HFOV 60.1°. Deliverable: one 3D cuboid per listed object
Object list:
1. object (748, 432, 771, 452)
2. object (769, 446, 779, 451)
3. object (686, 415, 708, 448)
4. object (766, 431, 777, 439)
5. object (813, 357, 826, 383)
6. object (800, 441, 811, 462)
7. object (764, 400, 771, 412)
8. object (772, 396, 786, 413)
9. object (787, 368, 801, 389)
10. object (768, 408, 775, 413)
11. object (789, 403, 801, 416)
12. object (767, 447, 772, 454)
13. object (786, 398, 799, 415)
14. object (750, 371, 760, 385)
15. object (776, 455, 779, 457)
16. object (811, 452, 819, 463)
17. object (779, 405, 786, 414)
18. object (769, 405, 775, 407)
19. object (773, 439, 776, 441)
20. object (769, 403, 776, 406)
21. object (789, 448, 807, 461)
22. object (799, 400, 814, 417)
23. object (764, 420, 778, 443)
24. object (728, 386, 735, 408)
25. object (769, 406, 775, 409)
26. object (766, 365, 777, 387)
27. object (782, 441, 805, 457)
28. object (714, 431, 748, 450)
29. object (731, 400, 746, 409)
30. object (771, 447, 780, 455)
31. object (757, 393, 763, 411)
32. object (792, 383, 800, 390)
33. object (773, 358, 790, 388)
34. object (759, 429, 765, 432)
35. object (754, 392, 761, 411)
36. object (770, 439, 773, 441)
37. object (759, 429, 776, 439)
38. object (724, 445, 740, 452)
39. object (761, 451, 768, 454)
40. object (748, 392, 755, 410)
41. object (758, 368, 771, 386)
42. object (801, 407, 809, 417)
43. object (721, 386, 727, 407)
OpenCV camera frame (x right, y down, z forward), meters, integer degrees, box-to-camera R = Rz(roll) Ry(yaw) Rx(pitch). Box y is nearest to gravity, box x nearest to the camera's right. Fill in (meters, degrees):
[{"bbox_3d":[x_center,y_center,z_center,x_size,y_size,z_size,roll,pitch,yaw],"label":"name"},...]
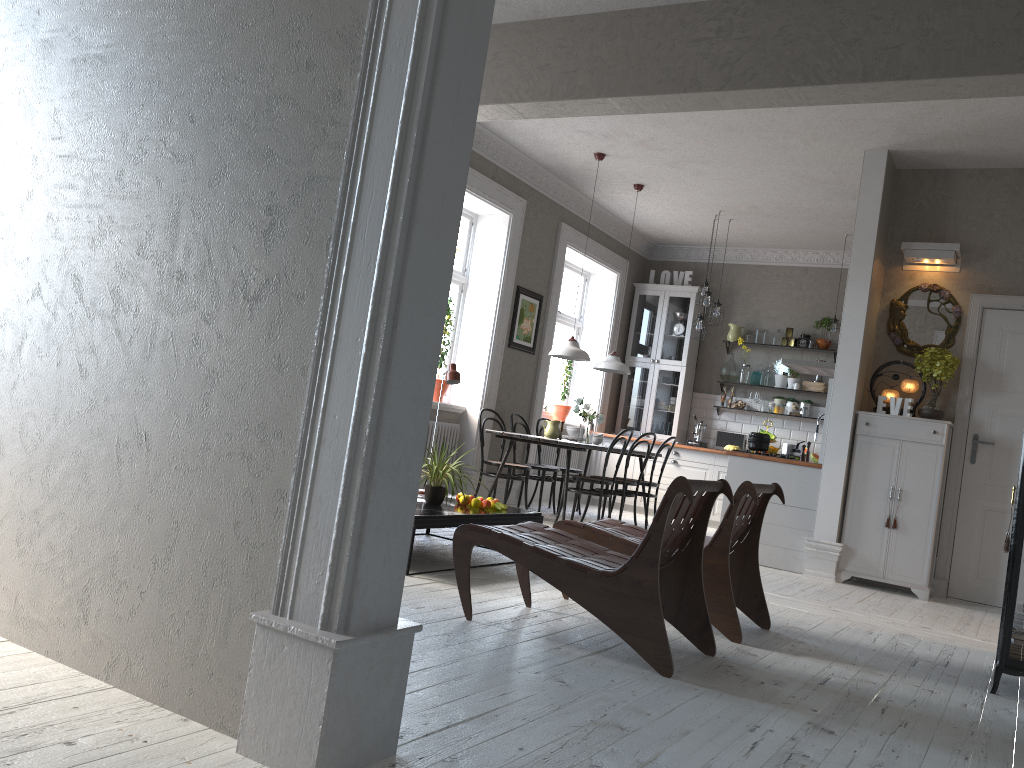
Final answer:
[{"bbox_3d":[2.028,0.476,7.274,0.189,0.147,0.194,8,-3,10],"label":"object"},{"bbox_3d":[2.979,0.736,10.071,0.125,0.056,0.060,8,-3,22],"label":"object"},{"bbox_3d":[2.189,0.560,10.450,0.202,0.370,0.359,7,-3,31],"label":"object"},{"bbox_3d":[2.964,0.590,10.122,0.090,0.096,0.177,11,-3,-39],"label":"object"},{"bbox_3d":[3.511,-0.151,10.098,0.129,0.288,0.132,8,-3,15],"label":"object"},{"bbox_3d":[2.322,0.530,7.005,0.071,0.167,0.036,7,-3,30],"label":"object"},{"bbox_3d":[2.964,0.260,10.289,0.078,0.139,0.079,8,-3,3],"label":"object"},{"bbox_3d":[3.101,0.241,10.312,0.155,0.217,0.157,8,-3,10],"label":"object"},{"bbox_3d":[3.251,-0.122,10.211,0.185,0.380,0.168,9,-3,-9],"label":"object"},{"bbox_3d":[2.993,0.305,10.215,0.076,0.051,0.078,7,-3,23],"label":"object"},{"bbox_3d":[3.249,0.294,10.129,0.118,0.147,0.100,9,-3,-2],"label":"object"},{"bbox_3d":[2.899,0.751,10.029,0.089,0.078,0.087,10,-3,-33],"label":"object"},{"bbox_3d":[3.236,0.263,10.243,0.150,0.214,0.170,10,-3,-30],"label":"object"},{"bbox_3d":[2.887,-0.060,10.467,0.123,0.172,0.128,7,-3,34],"label":"object"},{"bbox_3d":[2.979,0.804,10.111,0.054,0.044,0.214,10,-3,-21],"label":"object"},{"bbox_3d":[3.341,0.819,9.571,0.222,0.127,0.150,8,-3,13],"label":"object"},{"bbox_3d":[3.123,0.295,10.208,0.076,0.108,0.079,7,-3,24],"label":"object"},{"bbox_3d":[2.998,0.271,10.217,0.079,0.051,0.075,11,-3,-41],"label":"object"},{"bbox_3d":[2.979,0.644,10.068,0.051,0.050,0.050,6,-3,40],"label":"object"},{"bbox_3d":[3.002,0.246,10.218,0.076,0.051,0.078,8,-3,16],"label":"object"},{"bbox_3d":[3.152,0.775,9.742,0.222,0.174,0.231,11,-3,-38],"label":"object"},{"bbox_3d":[3.380,0.282,10.170,0.156,0.213,0.155,7,-3,28],"label":"object"},{"bbox_3d":[2.899,0.626,10.104,0.348,0.426,0.355,8,-3,15],"label":"object"},{"bbox_3d":[2.617,0.159,10.549,0.062,0.264,0.052,10,-3,-24],"label":"object"},{"bbox_3d":[2.996,0.288,10.216,0.076,0.051,0.078,7,-3,23],"label":"object"},{"bbox_3d":[3.049,-0.082,10.451,0.129,0.264,0.134,7,-3,36],"label":"object"},{"bbox_3d":[2.372,0.538,7.342,0.177,0.134,0.298,10,-3,-25],"label":"object"},{"bbox_3d":[2.552,0.682,10.333,0.345,0.226,0.089,7,-3,30],"label":"object"},{"bbox_3d":[2.681,0.242,10.474,0.176,0.111,0.097,8,-3,7],"label":"object"},{"bbox_3d":[2.997,0.745,10.051,0.128,0.120,0.060,11,-3,-36],"label":"object"},{"bbox_3d":[2.896,0.215,10.399,0.081,0.217,0.083,8,-3,16],"label":"object"},{"bbox_3d":[3.252,0.029,10.116,0.064,0.071,0.104,10,-3,-29],"label":"object"},{"bbox_3d":[3.164,-0.118,10.321,0.239,0.354,0.239,11,-4,-42],"label":"object"},{"bbox_3d":[2.856,0.541,10.114,0.072,0.058,0.051,8,-3,7],"label":"object"},{"bbox_3d":[2.852,0.205,10.320,0.081,0.217,0.083,8,-3,16],"label":"object"},{"bbox_3d":[2.928,0.639,10.061,0.075,0.062,0.101,8,-3,4],"label":"object"},{"bbox_3d":[2.906,0.569,10.077,0.206,0.101,0.068,7,-3,36],"label":"object"},{"bbox_3d":[2.520,0.739,10.105,0.193,0.083,0.192,7,-3,31],"label":"object"},{"bbox_3d":[2.825,0.749,9.982,0.113,0.111,0.111,9,-3,-2],"label":"object"},{"bbox_3d":[2.825,0.207,10.445,0.081,0.217,0.083,8,-3,16],"label":"object"},{"bbox_3d":[2.948,-0.074,10.330,0.127,0.206,0.122,11,-3,-37],"label":"object"},{"bbox_3d":[3.329,0.320,10.059,0.076,0.108,0.079,7,-3,24],"label":"object"},{"bbox_3d":[2.536,0.150,10.615,0.053,0.264,0.061,9,-3,2],"label":"object"}]
